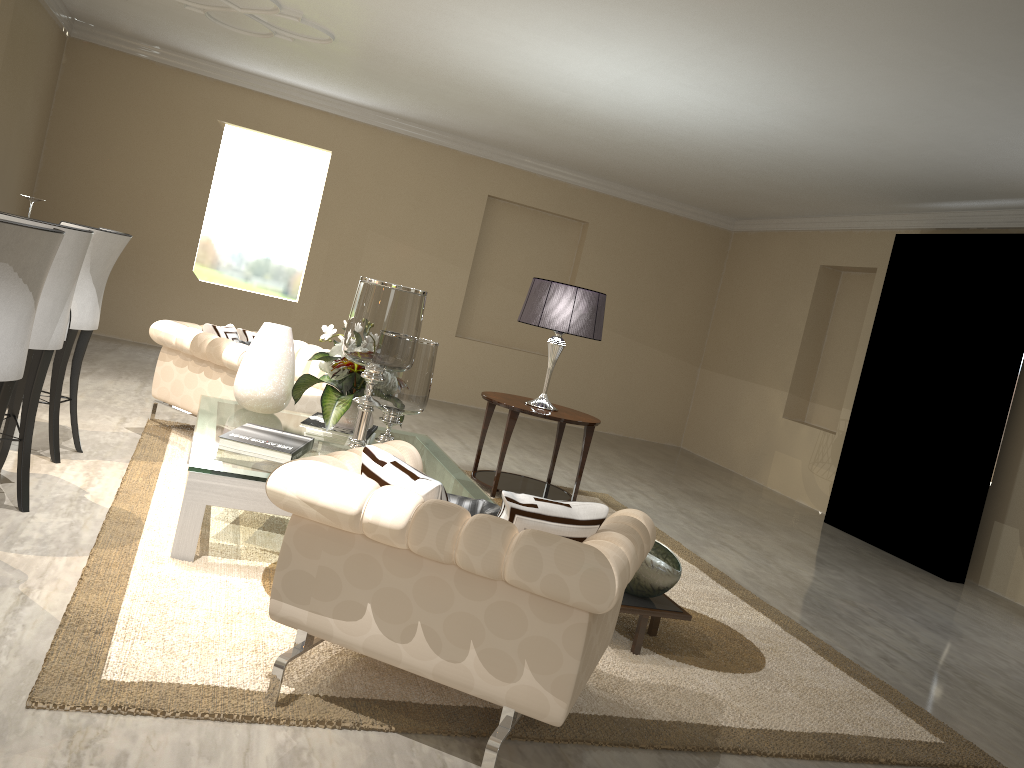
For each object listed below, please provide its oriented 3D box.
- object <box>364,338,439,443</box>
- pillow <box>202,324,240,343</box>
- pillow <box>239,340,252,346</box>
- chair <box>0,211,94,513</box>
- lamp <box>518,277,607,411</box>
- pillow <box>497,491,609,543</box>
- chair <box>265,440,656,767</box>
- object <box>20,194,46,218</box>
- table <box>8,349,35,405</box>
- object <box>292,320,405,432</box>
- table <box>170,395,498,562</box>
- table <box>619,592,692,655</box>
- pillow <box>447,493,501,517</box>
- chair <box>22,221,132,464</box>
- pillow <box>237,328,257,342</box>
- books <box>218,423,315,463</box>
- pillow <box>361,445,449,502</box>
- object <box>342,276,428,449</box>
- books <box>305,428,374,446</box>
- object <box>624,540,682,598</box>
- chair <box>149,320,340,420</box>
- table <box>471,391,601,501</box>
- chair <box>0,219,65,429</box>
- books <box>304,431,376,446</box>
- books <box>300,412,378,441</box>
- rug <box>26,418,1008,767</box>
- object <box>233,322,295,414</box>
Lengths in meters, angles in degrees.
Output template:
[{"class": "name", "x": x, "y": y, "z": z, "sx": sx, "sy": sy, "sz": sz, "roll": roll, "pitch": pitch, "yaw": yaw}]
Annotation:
[{"class": "object", "x": -0.436, "y": 0.071, "z": 3.284, "sx": 0.235, "sy": 0.504, "sz": 0.238, "roll": 12, "pitch": 3, "yaw": -21}, {"class": "pillow", "x": -1.459, "y": -0.173, "z": 4.488, "sx": 0.184, "sy": 0.248, "sz": 0.281, "roll": 14, "pitch": 4, "yaw": 4}, {"class": "pillow", "x": -1.356, "y": -0.130, "z": 4.617, "sx": 0.127, "sy": 0.186, "sz": 0.238, "roll": 14, "pitch": 4, "yaw": 16}, {"class": "chair", "x": -1.713, "y": -0.096, "z": 2.939, "sx": 0.455, "sy": 0.949, "sz": 0.545, "roll": 11, "pitch": 4, "yaw": -44}, {"class": "lamp", "x": 0.239, "y": -0.207, "z": 4.865, "sx": 0.472, "sy": 0.680, "sz": 0.478, "roll": 10, "pitch": 4, "yaw": -44}, {"class": "pillow", "x": 0.052, "y": 0.380, "z": 2.122, "sx": 0.282, "sy": 0.250, "sz": 0.186, "roll": 12, "pitch": 4, "yaw": -26}, {"class": "chair", "x": -0.132, "y": 0.529, "z": 2.261, "sx": 0.852, "sy": 0.551, "sz": 0.710, "roll": 14, "pitch": 4, "yaw": 16}, {"class": "object", "x": -2.398, "y": -0.609, "z": 4.312, "sx": 0.120, "sy": 0.612, "sz": 0.121, "roll": 12, "pitch": 2, "yaw": -24}, {"class": "table", "x": -2.502, "y": -0.131, "z": 4.276, "sx": 0.329, "sy": 0.358, "sz": 0.395, "roll": 12, "pitch": 4, "yaw": -19}, {"class": "object", "x": -0.628, "y": -0.044, "z": 3.722, "sx": 0.508, "sy": 0.473, "sz": 0.550, "roll": 12, "pitch": 4, "yaw": -18}, {"class": "table", "x": -0.738, "y": 0.417, "z": 3.498, "sx": 1.053, "sy": 0.344, "sz": 1.309, "roll": 12, "pitch": 5, "yaw": -19}, {"class": "table", "x": 0.359, "y": 0.771, "z": 3.029, "sx": 0.335, "sy": 0.156, "sz": 0.388, "roll": 12, "pitch": 5, "yaw": -19}, {"class": "pillow", "x": -0.107, "y": 0.372, "z": 2.238, "sx": 0.252, "sy": 0.186, "sz": 0.128, "roll": 15, "pitch": 3, "yaw": 18}, {"class": "chair", "x": -1.912, "y": -0.200, "z": 3.564, "sx": 0.541, "sy": 0.949, "sz": 0.459, "roll": 13, "pitch": 3, "yaw": -4}, {"class": "pillow", "x": -1.370, "y": -0.170, "z": 4.789, "sx": 0.165, "sy": 0.222, "sz": 0.250, "roll": 15, "pitch": 4, "yaw": 34}, {"class": "books", "x": -0.880, "y": 0.213, "z": 3.195, "sx": 0.259, "sy": 0.044, "sz": 0.352, "roll": 13, "pitch": 5, "yaw": -1}, {"class": "pillow", "x": -0.262, "y": 0.319, "z": 2.189, "sx": 0.302, "sy": 0.268, "sz": 0.196, "roll": 17, "pitch": 4, "yaw": 41}, {"class": "object", "x": -0.480, "y": -0.009, "z": 3.033, "sx": 0.250, "sy": 0.682, "sz": 0.252, "roll": 13, "pitch": 2, "yaw": -14}, {"class": "books", "x": -0.717, "y": 0.197, "z": 3.730, "sx": 0.254, "sy": 0.019, "sz": 0.338, "roll": 13, "pitch": 5, "yaw": -5}, {"class": "object", "x": 0.404, "y": 0.615, "z": 3.024, "sx": 0.195, "sy": 0.178, "sz": 0.378, "roll": 10, "pitch": 6, "yaw": -44}, {"class": "chair", "x": -1.376, "y": 0.024, "z": 4.589, "sx": 0.738, "sy": 0.550, "sz": 0.847, "roll": 16, "pitch": 5, "yaw": 31}, {"class": "table", "x": 0.103, "y": 0.367, "z": 4.885, "sx": 0.671, "sy": 0.497, "sz": 0.678, "roll": 12, "pitch": 4, "yaw": -22}, {"class": "chair", "x": -1.513, "y": 0.007, "z": 2.317, "sx": 0.545, "sy": 0.949, "sz": 0.455, "roll": 15, "pitch": 3, "yaw": 36}, {"class": "books", "x": -0.720, "y": 0.215, "z": 3.737, "sx": 0.254, "sy": 0.019, "sz": 0.344, "roll": 13, "pitch": 5, "yaw": -3}, {"class": "books", "x": -0.722, "y": 0.178, "z": 3.732, "sx": 0.274, "sy": 0.016, "sz": 0.342, "roll": 13, "pitch": 5, "yaw": -2}, {"class": "rug", "x": -0.198, "y": 0.669, "z": 3.625, "sx": 2.661, "sy": 0.022, "sz": 2.990, "roll": 12, "pitch": 5, "yaw": -19}, {"class": "object", "x": -1.065, "y": -0.069, "z": 3.870, "sx": 0.251, "sy": 0.385, "sz": 0.253, "roll": 12, "pitch": 3, "yaw": -24}]
